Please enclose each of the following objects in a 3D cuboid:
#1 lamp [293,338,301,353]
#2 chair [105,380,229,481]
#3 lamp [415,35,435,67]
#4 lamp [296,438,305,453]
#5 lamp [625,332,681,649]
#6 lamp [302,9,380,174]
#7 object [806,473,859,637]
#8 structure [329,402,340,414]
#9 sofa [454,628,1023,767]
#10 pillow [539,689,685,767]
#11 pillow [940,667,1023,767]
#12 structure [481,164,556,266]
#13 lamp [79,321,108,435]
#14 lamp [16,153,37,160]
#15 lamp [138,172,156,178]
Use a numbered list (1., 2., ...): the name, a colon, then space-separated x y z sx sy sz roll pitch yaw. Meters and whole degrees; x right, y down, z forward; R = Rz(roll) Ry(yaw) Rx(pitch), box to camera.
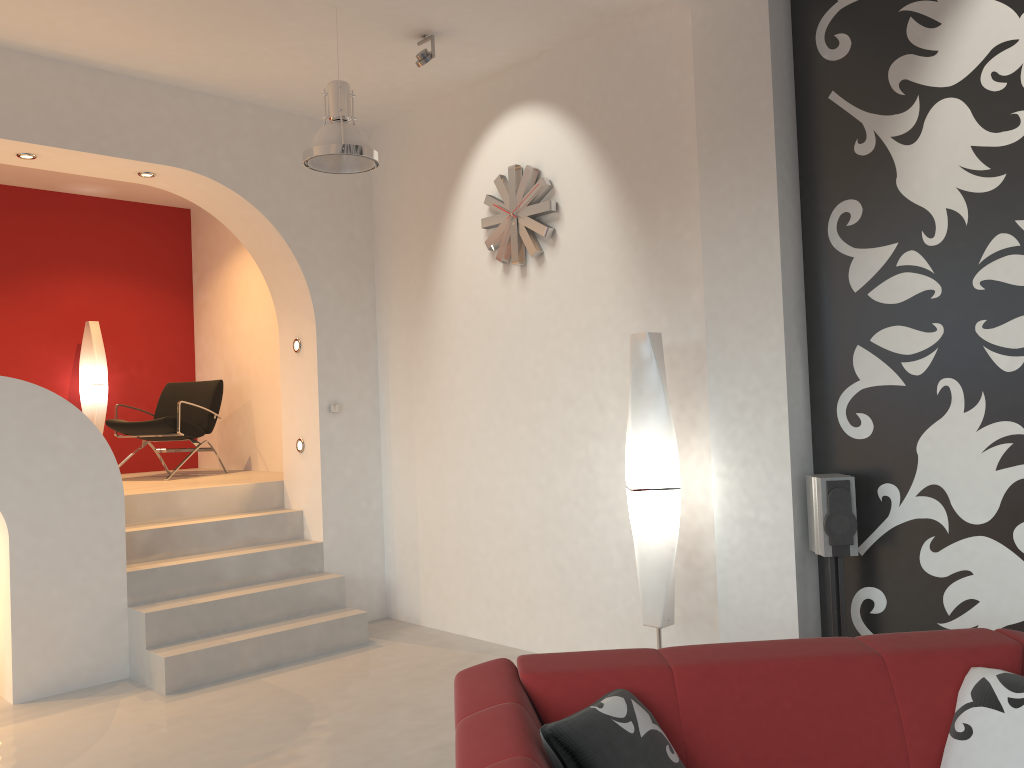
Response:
1. lamp: -1.505 -0.269 6.202 0.011 0.105 0.105 -1 -2 -44
2. chair: -2.851 0.367 7.319 0.664 0.795 0.768 -3 -2 21
3. lamp: -0.474 -1.812 4.840 0.112 0.176 0.118 -2 -2 -2
4. lamp: -1.477 0.430 6.182 0.011 0.105 0.105 -1 -2 -44
5. lamp: 0.670 0.650 4.175 0.313 1.779 0.313 -1 -2 -36
6. lamp: -0.870 -1.500 4.454 0.379 0.800 0.379 -3 -2 17
7. object: 1.366 0.944 3.738 0.214 1.112 0.229 -2 -2 1
8. structure: -1.218 0.167 6.091 0.080 0.080 0.016 -1 -2 -44
9. sofa: 0.766 1.110 2.144 1.929 0.738 0.951 -2 -2 -4
10. pillow: 0.278 0.952 2.122 0.288 0.343 0.402 -4 -2 39
11. pillow: 1.273 0.914 2.185 0.288 0.343 0.402 -1 -2 -36
12. structure: 0.024 -1.003 5.268 0.090 0.596 0.596 -1 -2 -44
13. lamp: -3.619 0.132 7.682 0.237 1.349 0.237 -1 -2 -36
14. lamp: -2.767 -1.297 5.056 0.105 0.011 0.105 -3 -2 35
15. lamp: -2.276 -1.303 5.528 0.105 0.011 0.105 -3 -2 35
